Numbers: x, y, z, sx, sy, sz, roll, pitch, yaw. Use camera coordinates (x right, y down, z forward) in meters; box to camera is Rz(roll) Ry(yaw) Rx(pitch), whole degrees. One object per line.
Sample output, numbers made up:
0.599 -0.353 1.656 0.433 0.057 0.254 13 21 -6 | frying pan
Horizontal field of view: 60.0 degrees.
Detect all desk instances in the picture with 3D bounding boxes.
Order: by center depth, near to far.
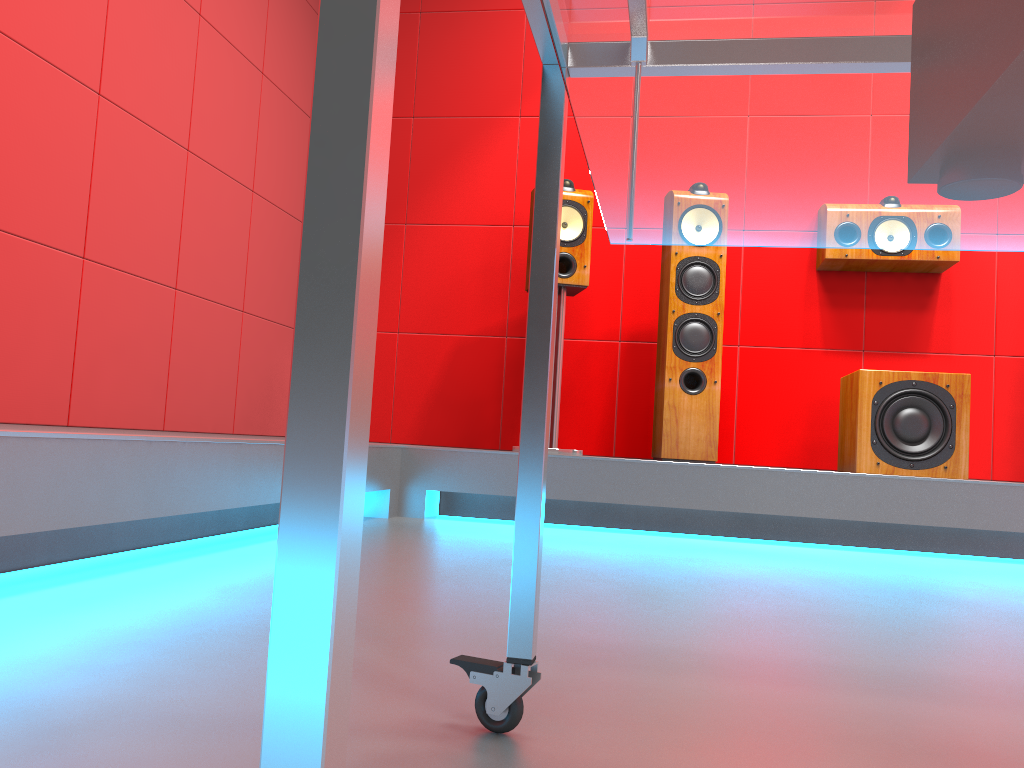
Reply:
0.703 0.005 0.473 1.617 0.690 0.594 3 -4 10 | desk

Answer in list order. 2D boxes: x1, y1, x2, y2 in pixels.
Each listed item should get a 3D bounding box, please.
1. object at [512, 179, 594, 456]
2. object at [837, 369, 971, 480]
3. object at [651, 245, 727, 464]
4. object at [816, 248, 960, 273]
0.165 -0.258 3.443 0.231 1.058 0.265 4 -4 -10 | object
1.397 0.150 3.188 0.360 0.360 0.360 3 -4 10 | object
0.672 -0.230 3.351 0.203 1.052 0.238 3 -4 0 | object
1.502 -0.608 3.560 0.493 0.271 0.235 3 -4 10 | object
